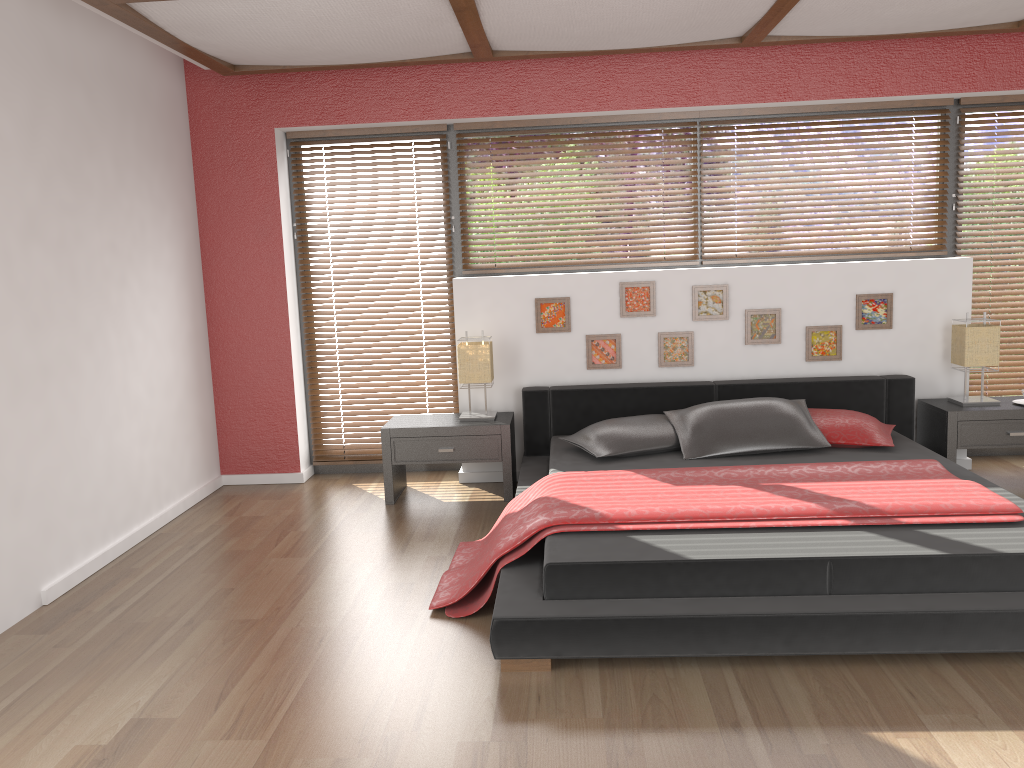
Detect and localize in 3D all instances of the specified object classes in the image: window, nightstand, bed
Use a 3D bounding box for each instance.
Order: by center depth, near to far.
[{"bbox_3d":[0.944,0.434,3.897,2.469,0.577,2.413,-2,8,3],"label":"bed"},{"bbox_3d":[2.629,0.312,4.797,0.700,0.423,0.413,-2,8,3],"label":"nightstand"},{"bbox_3d":[-0.340,0.410,4.977,0.700,0.423,0.413,-2,8,3],"label":"nightstand"},{"bbox_3d":[3.076,-0.671,5.236,0.889,1.893,0.020,-2,8,3],"label":"window"},{"bbox_3d":[1.110,-1.144,5.277,2.817,0.786,0.020,-2,8,3],"label":"window"},{"bbox_3d":[-0.816,-0.543,5.471,0.889,1.893,0.020,-2,8,3],"label":"window"}]

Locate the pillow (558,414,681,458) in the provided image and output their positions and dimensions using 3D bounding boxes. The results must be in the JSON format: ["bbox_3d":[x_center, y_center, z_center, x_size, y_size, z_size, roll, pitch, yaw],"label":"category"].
[{"bbox_3d":[0.660,0.261,4.560,0.745,0.172,0.418,-6,9,-21],"label":"pillow"}]

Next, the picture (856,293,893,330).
[{"bbox_3d":[2.032,-0.406,4.975,0.200,0.200,0.010,-2,8,3],"label":"picture"}]

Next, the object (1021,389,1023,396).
[{"bbox_3d":[2.755,0.068,4.699,0.099,0.069,0.099,2,9,28],"label":"object"}]

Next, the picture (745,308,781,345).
[{"bbox_3d":[1.422,-0.325,5.020,0.200,0.200,0.010,-2,8,3],"label":"picture"}]

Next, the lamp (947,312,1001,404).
[{"bbox_3d":[2.494,-0.146,4.779,0.200,0.480,0.200,-2,8,3],"label":"lamp"}]

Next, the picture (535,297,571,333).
[{"bbox_3d":[0.235,-0.394,5.076,0.200,0.200,0.010,-2,8,3],"label":"picture"}]

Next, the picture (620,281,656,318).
[{"bbox_3d":[0.714,-0.481,5.037,0.200,0.200,0.010,-2,8,3],"label":"picture"}]

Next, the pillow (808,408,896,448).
[{"bbox_3d":[1.572,0.223,4.558,0.745,0.172,0.418,1,9,22],"label":"pillow"}]

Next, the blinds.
[{"bbox_3d":[1.126,-0.562,5.291,4.840,1.952,0.032,-2,8,3],"label":"blinds"}]

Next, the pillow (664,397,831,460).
[{"bbox_3d":[1.164,0.205,4.437,0.744,0.241,0.386,-3,8,-1],"label":"pillow"}]

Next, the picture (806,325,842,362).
[{"bbox_3d":[1.764,-0.229,5.015,0.200,0.200,0.010,-2,8,3],"label":"picture"}]

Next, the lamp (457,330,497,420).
[{"bbox_3d":[-0.198,-0.057,4.942,0.200,0.480,0.200,-2,8,3],"label":"lamp"}]

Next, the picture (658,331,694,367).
[{"bbox_3d":[0.937,-0.198,5.066,0.200,0.200,0.010,-2,8,3],"label":"picture"}]

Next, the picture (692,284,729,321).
[{"bbox_3d":[1.123,-0.459,5.017,0.200,0.200,0.010,-2,8,3],"label":"picture"}]

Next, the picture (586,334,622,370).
[{"bbox_3d":[0.527,-0.185,5.090,0.200,0.200,0.010,-2,8,3],"label":"picture"}]

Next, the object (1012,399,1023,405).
[{"bbox_3d":[2.757,0.101,4.704,0.179,0.012,0.179,2,9,28],"label":"object"}]
